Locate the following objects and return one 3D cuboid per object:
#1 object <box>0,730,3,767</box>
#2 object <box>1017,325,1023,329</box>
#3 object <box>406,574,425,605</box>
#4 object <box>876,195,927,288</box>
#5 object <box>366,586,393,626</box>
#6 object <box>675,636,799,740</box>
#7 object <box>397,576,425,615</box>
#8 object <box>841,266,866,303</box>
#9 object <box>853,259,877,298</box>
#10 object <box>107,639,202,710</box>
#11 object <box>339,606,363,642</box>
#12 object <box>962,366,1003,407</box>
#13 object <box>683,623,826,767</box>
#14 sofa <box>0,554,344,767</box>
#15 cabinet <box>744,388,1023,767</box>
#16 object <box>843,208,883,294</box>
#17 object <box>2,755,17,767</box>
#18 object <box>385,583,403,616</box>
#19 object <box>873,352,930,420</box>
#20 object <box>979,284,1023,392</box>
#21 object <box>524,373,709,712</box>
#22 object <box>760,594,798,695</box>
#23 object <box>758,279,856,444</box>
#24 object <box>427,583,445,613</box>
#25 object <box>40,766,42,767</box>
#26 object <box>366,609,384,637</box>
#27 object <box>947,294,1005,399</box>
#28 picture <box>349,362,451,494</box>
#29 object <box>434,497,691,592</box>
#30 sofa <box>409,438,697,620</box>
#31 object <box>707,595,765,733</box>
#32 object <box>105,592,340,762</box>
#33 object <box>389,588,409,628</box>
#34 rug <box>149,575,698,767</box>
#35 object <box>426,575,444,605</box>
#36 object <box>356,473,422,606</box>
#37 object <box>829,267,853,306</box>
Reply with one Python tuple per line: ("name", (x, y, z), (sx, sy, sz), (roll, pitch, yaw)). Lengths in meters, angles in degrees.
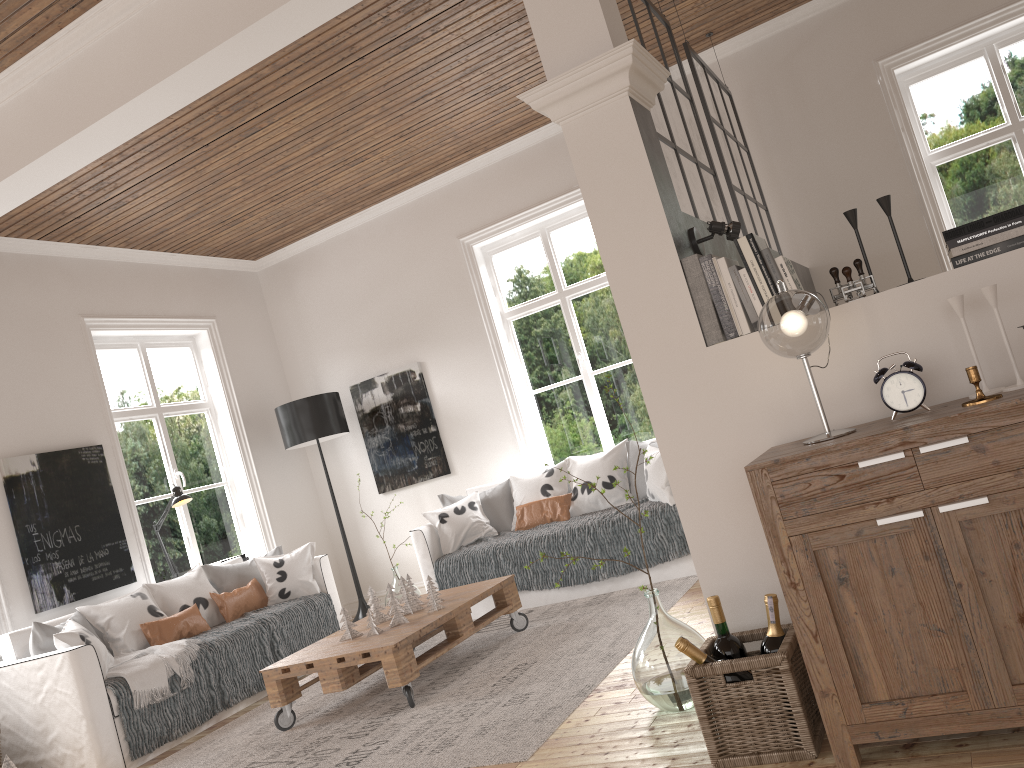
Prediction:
("object", (-2.549, 1.818, 4.089), (0.393, 0.432, 0.393), (-13, -6, -42))
("object", (1.224, -0.076, 2.063), (0.055, 0.153, 0.055), (-15, -4, -15))
("object", (-0.536, 1.095, 4.729), (0.090, 0.176, 0.090), (-15, -4, -12))
("object", (1.081, -0.401, 2.486), (0.085, 0.259, 0.085), (-14, -5, -24))
("object", (-0.698, 1.117, 4.501), (0.112, 0.193, 0.106), (-13, -5, -37))
("object", (0.612, 0.802, 2.357), (0.284, 0.332, 0.095), (-17, -4, 5))
("object", (-0.538, 1.070, 4.519), (0.107, 0.195, 0.113), (-19, -5, 32))
("object", (0.948, -0.280, 2.480), (0.058, 0.102, 0.032), (-18, -4, 21))
("object", (0.993, -0.299, 2.510), (0.058, 0.117, 0.032), (-19, -5, 36))
("object", (-1.977, 1.528, 4.704), (0.729, 0.255, 0.588), (-19, -5, 29))
("object", (-0.792, 1.143, 4.266), (0.093, 0.161, 0.088), (-19, -5, 35))
("object", (1.089, 0.001, 2.078), (0.088, 0.085, 0.088), (-19, -5, 30))
("object", (0.666, 0.837, 2.397), (0.276, 0.270, 0.276), (-18, -5, 25))
("sofa", (-1.919, 1.532, 5.156), (0.866, 0.776, 1.960), (-18, -5, 25))
("cabinet", (1.370, 0.349, 2.011), (1.432, 0.750, 0.408), (-18, -5, 25))
("object", (1.012, -0.376, 2.552), (0.085, 0.259, 0.085), (-14, -5, -24))
("object", (-1.474, 1.198, 2.634), (0.111, 0.204, 0.118), (-13, -5, -41))
("object", (-0.626, 1.123, 4.660), (0.095, 0.164, 0.090), (-19, -5, 32))
("object", (0.990, 0.002, 2.256), (0.120, 0.165, 0.050), (-18, -5, 25))
("object", (1.196, -0.115, 2.152), (0.084, 0.256, 0.084), (-17, -4, 3))
("object", (0.296, 0.551, 2.918), (0.515, 1.117, 0.275), (-16, -4, -8))
("object", (0.722, 0.762, 2.439), (0.127, 0.361, 0.094), (-18, -5, 25))
("object", (0.915, 0.221, 2.360), (0.180, 1.062, 0.395), (-20, -5, 40))
("object", (-0.389, 1.042, 4.357), (0.072, 0.142, 0.073), (-19, -5, 33))
("object", (-1.328, 1.170, 2.533), (0.082, 0.160, 0.082), (-17, -4, 15))
("object", (-0.663, 1.118, 4.179), (0.068, 0.124, 0.072), (-17, -4, 10))
("object", (1.153, -0.097, 2.226), (0.084, 0.256, 0.084), (-17, -4, 3))
("picture", (-0.898, 0.357, 7.046), (0.680, 0.908, 0.041), (-18, -5, 25))
("object", (0.379, 0.998, 5.521), (1.704, 0.390, 0.656), (-18, -5, 26))
("sofa", (0.408, 0.890, 5.664), (1.960, 0.776, 0.866), (-18, -5, 25))
("object", (0.618, 0.782, 2.488), (0.095, 0.377, 0.095), (-14, -5, -28))
("object", (-1.740, 1.628, 5.087), (0.651, 0.423, 1.680), (-18, -5, 26))
("object", (-0.568, 1.070, 4.275), (0.097, 0.178, 0.103), (-15, -4, -11))
("rug", (-0.386, 1.430, 4.385), (2.254, 0.003, 2.474), (-18, -5, 25))
("object", (-0.418, 1.068, 4.630), (0.075, 0.147, 0.075), (-14, -5, -32))
("object", (-0.821, 1.148, 6.527), (0.275, 1.117, 0.515), (-20, -6, 42))
("object", (0.942, -0.281, 2.555), (0.058, 0.117, 0.032), (-16, -4, 0))
